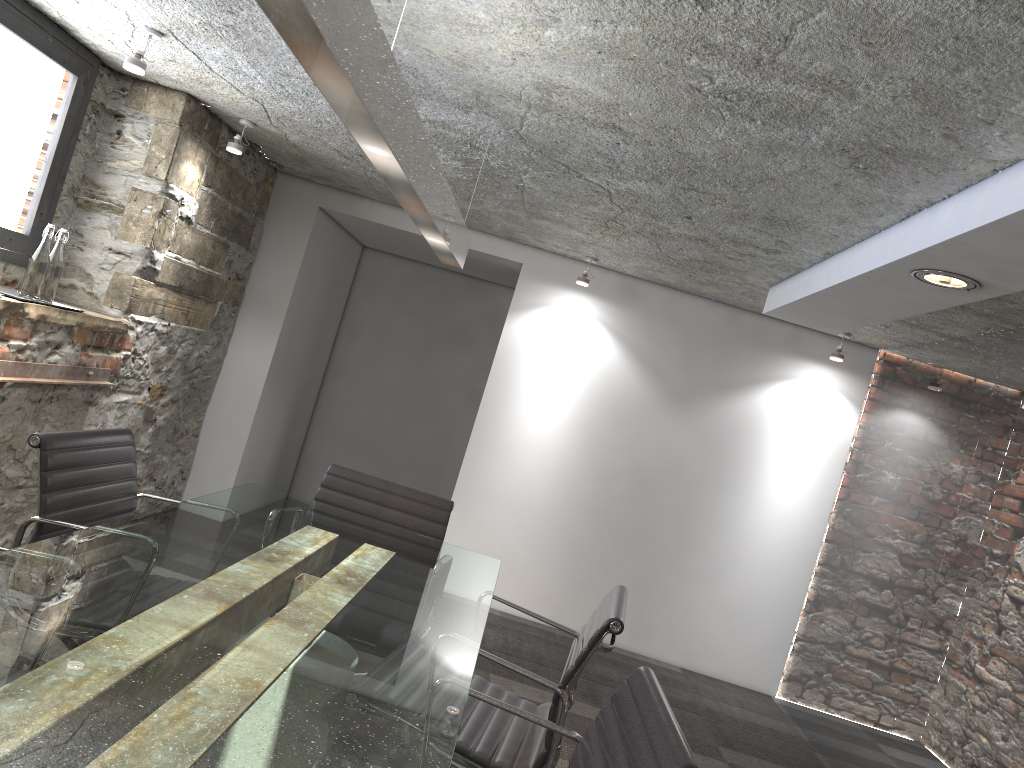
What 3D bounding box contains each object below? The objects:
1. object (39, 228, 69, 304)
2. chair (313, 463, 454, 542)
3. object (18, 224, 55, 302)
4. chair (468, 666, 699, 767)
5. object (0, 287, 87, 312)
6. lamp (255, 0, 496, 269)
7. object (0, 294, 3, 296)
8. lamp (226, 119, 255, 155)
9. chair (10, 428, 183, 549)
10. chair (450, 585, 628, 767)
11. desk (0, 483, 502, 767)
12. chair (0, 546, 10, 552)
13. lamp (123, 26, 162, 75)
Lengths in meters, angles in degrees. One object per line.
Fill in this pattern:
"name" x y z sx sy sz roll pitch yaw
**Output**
"object" -1.808 -0.466 3.496 0.073 0.300 0.073 17 -1 -29
"chair" -0.566 0.746 2.919 0.693 0.837 0.667 17 -1 -6
"object" -1.812 -0.468 3.403 0.073 0.300 0.073 17 -1 -29
"chair" -0.123 0.866 1.491 0.667 0.837 0.693 17 -1 -8
"object" -1.914 -0.346 3.446 0.310 0.007 0.457 17 -1 2
"lamp" -0.182 -0.690 1.495 0.073 0.524 3.159 17 -1 2
"object" -1.933 -0.357 2.883 0.310 0.007 0.457 17 -1 2
"lamp" -1.303 -1.186 4.255 0.077 0.165 0.098 16 -1 35
"chair" -1.013 0.605 2.391 0.667 0.837 0.693 17 -1 -6
"chair" -0.098 0.882 2.337 0.667 0.837 0.693 17 -1 0
"desk" -0.625 0.780 1.481 0.909 0.711 3.154 17 -1 2
"chair" -1.059 0.582 1.513 0.667 0.837 0.693 17 -1 -7
"lamp" -1.337 -1.208 3.213 0.077 0.165 0.098 16 -1 35
